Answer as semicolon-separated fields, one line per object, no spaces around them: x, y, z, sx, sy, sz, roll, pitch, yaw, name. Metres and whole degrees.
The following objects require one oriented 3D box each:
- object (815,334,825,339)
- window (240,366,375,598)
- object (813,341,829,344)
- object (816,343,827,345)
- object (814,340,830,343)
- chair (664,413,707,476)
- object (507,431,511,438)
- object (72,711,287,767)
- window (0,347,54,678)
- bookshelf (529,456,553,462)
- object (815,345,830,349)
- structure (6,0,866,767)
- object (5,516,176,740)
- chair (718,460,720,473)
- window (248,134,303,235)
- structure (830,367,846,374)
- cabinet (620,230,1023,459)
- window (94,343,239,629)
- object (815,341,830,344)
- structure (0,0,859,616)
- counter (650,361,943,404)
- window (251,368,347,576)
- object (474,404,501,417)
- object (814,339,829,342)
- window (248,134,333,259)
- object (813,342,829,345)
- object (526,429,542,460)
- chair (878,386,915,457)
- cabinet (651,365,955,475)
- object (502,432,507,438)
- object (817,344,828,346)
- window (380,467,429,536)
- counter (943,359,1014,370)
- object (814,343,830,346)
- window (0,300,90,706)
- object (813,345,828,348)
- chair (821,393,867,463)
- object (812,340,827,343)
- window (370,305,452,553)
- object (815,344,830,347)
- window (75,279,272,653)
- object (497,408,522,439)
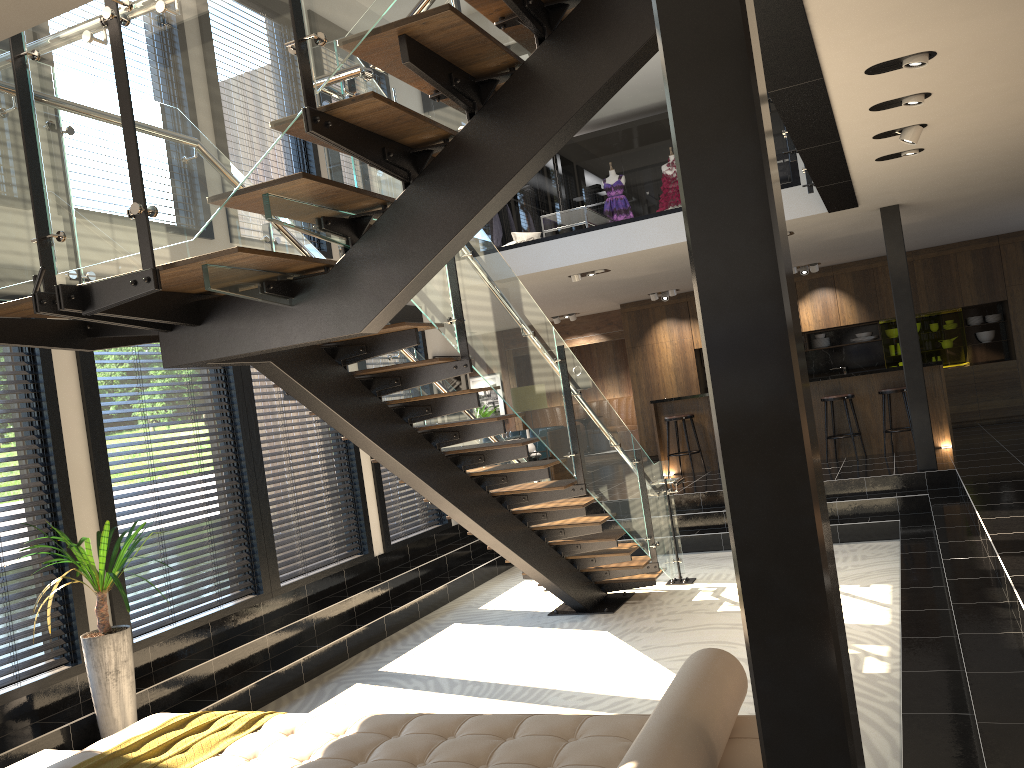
5.052;-0.770;14.536;0.168;0.087;0.168;-9;-2;43;object
-1.928;0.465;7.775;0.358;2.475;1.497;-8;-1;24;window
5.069;-0.673;14.535;0.269;0.024;0.269;-7;-2;-28;object
5.073;-0.646;14.534;0.269;0.024;0.269;-7;-2;-28;object
5.068;-0.684;14.535;0.269;0.024;0.269;-7;-2;-28;object
2.256;0.810;11.676;0.413;0.799;0.412;-9;-1;33;chair
-0.048;0.822;13.597;0.098;0.191;0.098;-8;-1;21;object
-1.126;1.395;2.671;0.466;0.510;1.166;-9;-1;24;object
-3.238;0.584;4.943;0.005;2.297;1.220;-8;-1;24;window
0.155;1.255;11.300;0.356;0.500;1.303;-9;-1;24;bookshelf
5.079;-0.602;14.534;0.269;0.024;0.269;-7;-2;-28;object
-0.588;0.297;2.394;3.784;3.244;1.148;-9;-1;24;structure
-2.313;1.386;5.074;0.877;1.338;0.830;-8;-1;13;object
2.854;0.718;11.411;0.413;0.799;0.412;-9;-1;33;chair
-2.368;-2.353;7.898;0.005;2.297;1.220;-8;-1;24;window
5.197;-0.137;14.103;0.243;0.231;0.173;-9;-1;23;structure
5.329;-0.526;14.173;6.897;2.690;0.869;-9;-1;24;cabinet
-2.585;0.525;6.442;0.005;2.297;1.312;-8;-1;24;window
5.070;-0.664;14.534;0.269;0.024;0.269;-7;-2;-28;object
0.803;-0.224;5.895;3.450;4.867;7.276;-9;-1;23;structure
3.616;-0.013;11.528;3.576;0.041;0.698;-9;-2;24;counter
-1.989;0.474;7.811;0.005;2.297;1.312;-8;-1;24;window
-0.530;1.029;16.730;0.817;1.382;0.956;-8;-1;-19;object
5.065;-0.701;14.535;0.269;0.024;0.269;-7;-2;-28;object
-2.307;-2.363;7.862;0.358;2.475;1.392;-8;-1;24;window
5.071;-0.657;14.534;0.269;0.024;0.269;-7;-2;-28;object
0.208;0.805;11.717;0.319;0.398;0.316;-8;-1;0;object
4.648;0.442;10.616;0.413;0.799;0.412;-9;-1;33;chair
3.691;0.500;11.521;3.566;0.994;0.698;-9;-1;24;cabinet
-0.105;0.826;13.396;0.098;0.191;0.098;-8;-1;21;object
5.075;-0.630;14.534;0.269;0.024;0.269;-7;-2;-28;object
-1.333;0.418;9.318;0.005;2.297;1.220;-8;-1;24;window
5.403;-0.046;14.171;4.594;0.005;0.862;-9;-2;24;counter
5.074;-0.637;14.534;0.269;0.024;0.269;-7;-2;-28;object
-3.176;0.574;4.907;0.358;2.475;1.392;-8;-1;24;window
5.078;-0.610;14.534;0.269;0.024;0.269;-7;-2;-28;object
4.050;0.534;10.881;0.413;0.799;0.412;-9;-1;33;chair
5.066;-0.692;14.535;0.269;0.024;0.269;-7;-2;-28;object
-1.271;0.409;9.282;0.358;2.475;1.392;-8;-1;24;window
5.077;-0.619;14.534;0.269;0.024;0.269;-7;-2;-28;object
-2.524;0.516;6.405;0.358;2.475;1.497;-8;-1;24;window
-0.085;0.651;10.907;0.607;0.744;0.406;-8;-1;-16;object
